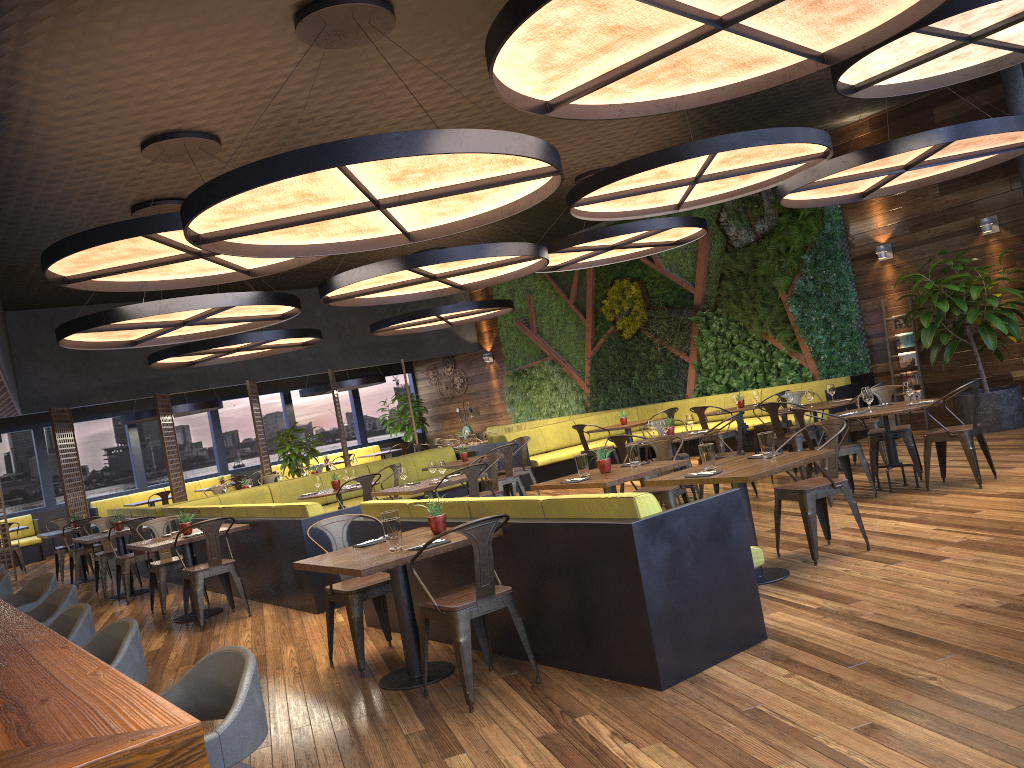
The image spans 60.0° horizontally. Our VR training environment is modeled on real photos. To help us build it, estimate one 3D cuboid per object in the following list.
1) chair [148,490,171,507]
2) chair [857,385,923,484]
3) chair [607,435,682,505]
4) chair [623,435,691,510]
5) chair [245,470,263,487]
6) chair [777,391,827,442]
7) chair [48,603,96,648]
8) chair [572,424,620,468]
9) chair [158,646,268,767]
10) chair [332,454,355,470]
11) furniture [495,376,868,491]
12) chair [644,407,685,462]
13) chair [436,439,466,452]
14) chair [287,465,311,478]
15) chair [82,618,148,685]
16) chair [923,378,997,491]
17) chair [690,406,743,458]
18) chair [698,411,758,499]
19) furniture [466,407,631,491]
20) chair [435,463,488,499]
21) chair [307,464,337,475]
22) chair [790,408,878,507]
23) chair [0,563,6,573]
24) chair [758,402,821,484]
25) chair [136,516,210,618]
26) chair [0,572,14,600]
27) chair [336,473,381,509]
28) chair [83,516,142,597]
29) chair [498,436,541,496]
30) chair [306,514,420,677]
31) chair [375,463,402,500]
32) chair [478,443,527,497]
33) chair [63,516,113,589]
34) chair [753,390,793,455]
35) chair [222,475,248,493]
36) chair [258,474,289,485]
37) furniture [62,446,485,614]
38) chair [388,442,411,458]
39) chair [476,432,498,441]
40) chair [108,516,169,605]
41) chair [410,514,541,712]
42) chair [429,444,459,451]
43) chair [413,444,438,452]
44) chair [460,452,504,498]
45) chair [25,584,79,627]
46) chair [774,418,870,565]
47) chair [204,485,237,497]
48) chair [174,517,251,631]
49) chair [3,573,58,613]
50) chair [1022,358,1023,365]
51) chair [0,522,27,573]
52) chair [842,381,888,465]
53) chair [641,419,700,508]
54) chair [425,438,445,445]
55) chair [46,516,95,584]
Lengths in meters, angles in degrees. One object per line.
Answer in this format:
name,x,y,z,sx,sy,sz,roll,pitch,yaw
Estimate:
chair,-6.655,2.510,16.992,0.504,0.917,0.541,-10,-1,-36
chair,3.744,0.489,8.781,0.504,0.917,0.541,-11,-1,26
chair,1.339,0.932,9.118,0.541,0.917,0.504,-10,-1,-36
chair,1.254,0.924,7.538,0.504,0.917,0.541,-11,-1,31
chair,-5.446,2.316,18.760,0.541,0.917,0.504,-10,-1,-36
chair,3.567,0.551,10.777,0.504,0.917,0.541,-10,-1,3
chair,-1.548,1.301,2.932,0.483,1.048,0.438,-11,-1,25
chair,1.248,1.010,13.189,0.541,0.917,0.504,-10,-1,-36
chair,-0.672,1.124,1.827,0.483,1.048,0.438,-11,-1,25
chair,-3.624,1.991,19.281,0.504,0.917,0.541,-10,-1,-36
furniture,2.433,0.804,13.623,3.372,0.914,4.503,-10,-1,-37
chair,2.242,0.827,13.040,0.504,0.917,0.541,-10,-1,-36
chair,-1.089,1.491,16.789,0.504,0.917,0.541,-10,-1,-36
chair,-4.599,2.172,19.475,0.541,0.917,0.504,-10,-1,-36
chair,-1.189,1.228,2.461,0.483,1.048,0.438,-11,-1,25
chair,3.935,0.440,7.846,0.541,0.917,0.504,-11,-1,44
chair,2.780,0.714,12.072,0.541,0.917,0.504,-10,-1,-36
chair,2.204,0.775,9.159,0.541,0.917,0.504,-11,-1,35
furniture,-0.279,1.354,17.343,3.378,0.916,4.755,-10,-1,-37
chair,-0.443,1.251,8.692,0.504,0.917,0.541,-10,-1,-36
chair,-3.219,1.860,15.480,0.504,0.917,0.541,-10,-1,-36
chair,2.936,0.627,8.196,0.541,0.917,0.504,-10,-1,-7
chair,-3.151,1.628,5.222,0.438,1.048,0.483,-10,-1,-8
chair,3.124,0.619,9.933,0.541,0.917,0.504,-10,-1,-36
chair,-3.387,1.791,8.822,0.504,0.917,0.541,-10,-1,-36
chair,-2.794,1.554,4.641,0.483,1.048,0.438,-11,-1,25
chair,-1.725,1.509,10.290,0.504,0.917,0.541,-10,-1,-36
chair,-4.955,2.110,10.996,0.504,0.917,0.541,-10,-1,-36
chair,0.051,1.214,12.191,0.541,0.917,0.504,-10,-1,-36
chair,-0.957,1.300,5.646,0.504,0.917,0.541,-10,-1,-36
chair,-1.591,1.498,11.162,0.541,0.917,0.504,-10,-1,-36
chair,-0.120,1.231,11.256,0.504,0.917,0.541,-10,-1,-36
chair,-5.828,2.286,12.155,0.504,0.917,0.541,-10,-1,-36
chair,3.567,0.569,12.019,0.504,0.917,0.541,-10,-1,-36
chair,-5.524,2.316,17.846,0.504,0.917,0.541,-10,-1,-36
chair,-3.931,1.982,14.942,0.504,0.917,0.541,-10,-1,-36
furniture,-2.279,1.636,11.734,4.895,0.914,7.462,-10,-1,-42
chair,-2.494,1.797,20.135,0.504,0.917,0.541,-10,-1,-36
chair,-0.402,1.373,17.308,0.504,0.917,0.541,-10,-1,-36
chair,-4.226,1.961,9.997,0.504,0.917,0.541,-10,-1,-36
chair,-0.217,1.149,4.633,0.504,0.917,0.541,-10,-1,-36
chair,-1.128,1.483,15.816,0.541,0.917,0.504,-10,-1,-36
chair,-1.612,1.599,17.669,0.541,0.917,0.504,-10,-1,-36
chair,-0.307,1.241,9.664,0.541,0.917,0.504,-10,-1,-36
chair,-1.888,1.372,3.526,0.438,1.048,0.483,-10,-1,-8
chair,2.148,0.742,6.275,0.541,0.917,0.504,-10,-1,-18
chair,-4.647,2.104,14.400,0.504,0.917,0.541,-10,-1,-36
chair,-2.658,1.643,7.824,0.504,0.917,0.541,-10,-1,-36
chair,-2.281,1.453,4.133,0.438,1.048,0.483,-10,-1,-17
chair,6.078,0.080,9.936,0.504,0.917,0.541,-11,-1,28
chair,-8.776,2.873,15.390,0.504,0.917,0.541,-10,-1,-36
chair,3.988,0.462,9.974,0.541,0.917,0.504,-11,-1,35
chair,1.782,0.864,9.962,0.504,0.917,0.541,-10,-1,3
chair,-1.474,1.590,18.702,0.504,0.917,0.541,-10,-1,-36
chair,-6.546,2.432,13.139,0.504,0.917,0.541,-10,-1,-36
